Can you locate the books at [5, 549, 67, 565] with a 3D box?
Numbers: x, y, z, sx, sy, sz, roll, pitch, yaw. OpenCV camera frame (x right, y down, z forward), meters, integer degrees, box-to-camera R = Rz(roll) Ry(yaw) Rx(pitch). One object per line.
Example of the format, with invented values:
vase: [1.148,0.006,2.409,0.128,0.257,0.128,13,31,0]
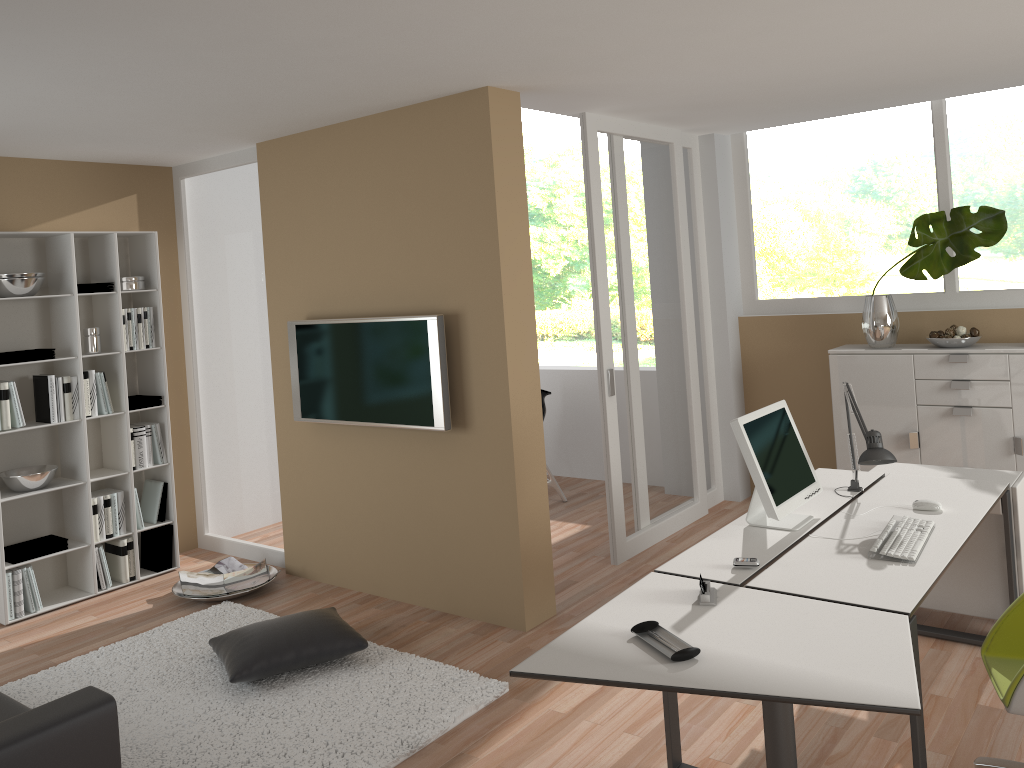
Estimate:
books: [-2.737,0.971,5.030,0.210,0.007,0.300,1,9,38]

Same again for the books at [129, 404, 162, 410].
books: [-2.395,0.140,5.577,0.297,0.006,0.212,1,9,38]

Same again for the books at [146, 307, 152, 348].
books: [-2.358,-0.356,5.600,0.207,0.258,0.020,-2,1,39]

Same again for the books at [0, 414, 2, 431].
books: [-2.900,0.126,4.881,0.207,0.258,0.040,-2,1,39]

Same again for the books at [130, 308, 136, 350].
books: [-2.424,-0.342,5.517,0.207,0.258,0.020,-2,1,39]

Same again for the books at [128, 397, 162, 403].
books: [-2.396,0.095,5.574,0.297,0.007,0.212,1,9,38]

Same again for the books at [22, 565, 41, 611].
books: [-2.741,1.141,4.968,0.207,0.258,0.058,-2,1,39]

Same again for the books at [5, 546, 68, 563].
books: [-2.738,0.960,5.032,0.210,0.006,0.300,1,9,38]

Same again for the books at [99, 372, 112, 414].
books: [-2.523,0.054,5.371,0.207,0.258,0.058,-2,1,39]

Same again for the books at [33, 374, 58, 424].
books: [-2.714,0.086,5.122,0.207,0.275,0.040,-2,1,39]

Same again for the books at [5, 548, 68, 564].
books: [-2.738,0.966,5.032,0.210,0.006,0.300,1,9,38]

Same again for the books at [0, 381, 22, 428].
books: [-2.838,0.113,4.955,0.207,0.259,0.060,-2,1,39]

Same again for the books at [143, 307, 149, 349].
books: [-2.370,-0.354,5.583,0.207,0.258,0.020,-2,1,38]

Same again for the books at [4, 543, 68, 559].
books: [-2.738,0.937,5.031,0.210,0.006,0.300,2,9,39]

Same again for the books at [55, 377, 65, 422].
books: [-2.688,0.088,5.155,0.207,0.258,0.040,-2,1,39]

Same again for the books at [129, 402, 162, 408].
books: [-2.398,0.128,5.578,0.297,0.007,0.212,1,8,36]

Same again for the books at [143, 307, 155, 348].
books: [-2.345,-0.359,5.617,0.207,0.258,0.020,-2,1,38]

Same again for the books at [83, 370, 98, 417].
books: [-2.576,0.053,5.318,0.207,0.275,0.040,-2,1,39]

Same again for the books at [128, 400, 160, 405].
books: [-2.398,0.112,5.576,0.297,0.006,0.212,2,9,39]

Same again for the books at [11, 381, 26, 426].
books: [-2.832,0.110,4.981,0.207,0.258,0.058,-2,1,39]

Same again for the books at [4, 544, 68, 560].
books: [-2.738,0.943,5.033,0.210,0.006,0.300,1,9,38]

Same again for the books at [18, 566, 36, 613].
books: [-2.760,1.143,4.950,0.207,0.259,0.060,-2,1,38]

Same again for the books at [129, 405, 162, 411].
books: [-2.396,0.145,5.577,0.297,0.007,0.212,1,9,38]

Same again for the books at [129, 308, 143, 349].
books: [-2.393,-0.348,5.547,0.207,0.258,0.020,-2,1,38]

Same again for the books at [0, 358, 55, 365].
books: [-2.814,-0.130,5.035,0.210,0.007,0.300,1,9,38]

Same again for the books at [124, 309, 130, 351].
books: [-2.451,-0.336,5.484,0.207,0.258,0.020,-2,1,38]

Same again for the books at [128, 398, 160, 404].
books: [-2.395,0.100,5.579,0.297,0.008,0.212,1,9,38]

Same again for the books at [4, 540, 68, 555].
books: [-2.737,0.921,5.034,0.210,0.007,0.300,1,9,38]

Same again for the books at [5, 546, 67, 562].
books: [-2.740,0.954,5.030,0.210,0.007,0.300,1,8,36]

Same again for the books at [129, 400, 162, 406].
books: [-2.396,0.117,5.576,0.297,0.006,0.212,1,9,38]

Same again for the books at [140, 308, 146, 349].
books: [-2.385,-0.351,5.568,0.207,0.258,0.020,-2,1,38]

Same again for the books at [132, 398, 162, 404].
books: [-2.395,0.106,5.579,0.297,0.008,0.212,1,9,38]

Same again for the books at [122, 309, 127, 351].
books: [-2.458,-0.333,5.463,0.207,0.258,0.020,-2,1,38]

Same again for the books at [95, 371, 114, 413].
books: [-2.525,0.049,5.395,0.207,0.258,0.058,-2,1,39]

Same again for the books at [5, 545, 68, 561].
books: [-2.738,0.948,5.033,0.210,0.006,0.300,1,9,38]

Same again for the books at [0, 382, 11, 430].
books: [-2.866,0.120,4.915,0.207,0.258,0.040,-2,1,39]

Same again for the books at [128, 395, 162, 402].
books: [-2.395,0.090,5.575,0.297,0.006,0.212,1,9,38]

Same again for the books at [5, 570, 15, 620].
books: [-2.823,1.158,4.876,0.207,0.258,0.040,-2,1,39]

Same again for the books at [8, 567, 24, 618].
books: [-2.790,1.151,4.909,0.207,0.258,0.040,-2,1,39]

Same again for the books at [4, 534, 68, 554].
books: [-2.738,0.916,5.036,0.210,0.006,0.300,1,9,38]

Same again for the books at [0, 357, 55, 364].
books: [-2.815,-0.135,5.037,0.210,0.006,0.300,1,9,38]

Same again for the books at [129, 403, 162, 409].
books: [-2.396,0.134,5.577,0.297,0.006,0.212,1,9,38]

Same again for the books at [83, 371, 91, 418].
books: [-2.604,0.061,5.280,0.207,0.272,0.053,-2,1,39]

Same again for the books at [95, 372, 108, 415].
books: [-2.542,0.055,5.354,0.207,0.259,0.060,-2,1,38]

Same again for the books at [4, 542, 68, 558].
books: [-2.742,0.932,5.035,0.210,0.008,0.300,1,9,38]

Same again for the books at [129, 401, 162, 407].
books: [-2.395,0.123,5.576,0.297,0.006,0.212,1,9,38]

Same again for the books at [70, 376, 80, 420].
books: [-2.637,0.080,5.222,0.207,0.251,0.040,-2,1,38]

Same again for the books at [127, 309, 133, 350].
books: [-2.436,-0.339,5.499,0.207,0.258,0.020,-2,1,38]

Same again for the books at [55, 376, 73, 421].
books: [-2.658,0.083,5.185,0.207,0.258,0.040,-2,1,39]

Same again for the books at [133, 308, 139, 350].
books: [-2.410,-0.345,5.534,0.207,0.258,0.020,-2,1,38]

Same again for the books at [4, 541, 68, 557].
books: [-2.742,0.927,5.035,0.210,0.008,0.300,1,9,38]
